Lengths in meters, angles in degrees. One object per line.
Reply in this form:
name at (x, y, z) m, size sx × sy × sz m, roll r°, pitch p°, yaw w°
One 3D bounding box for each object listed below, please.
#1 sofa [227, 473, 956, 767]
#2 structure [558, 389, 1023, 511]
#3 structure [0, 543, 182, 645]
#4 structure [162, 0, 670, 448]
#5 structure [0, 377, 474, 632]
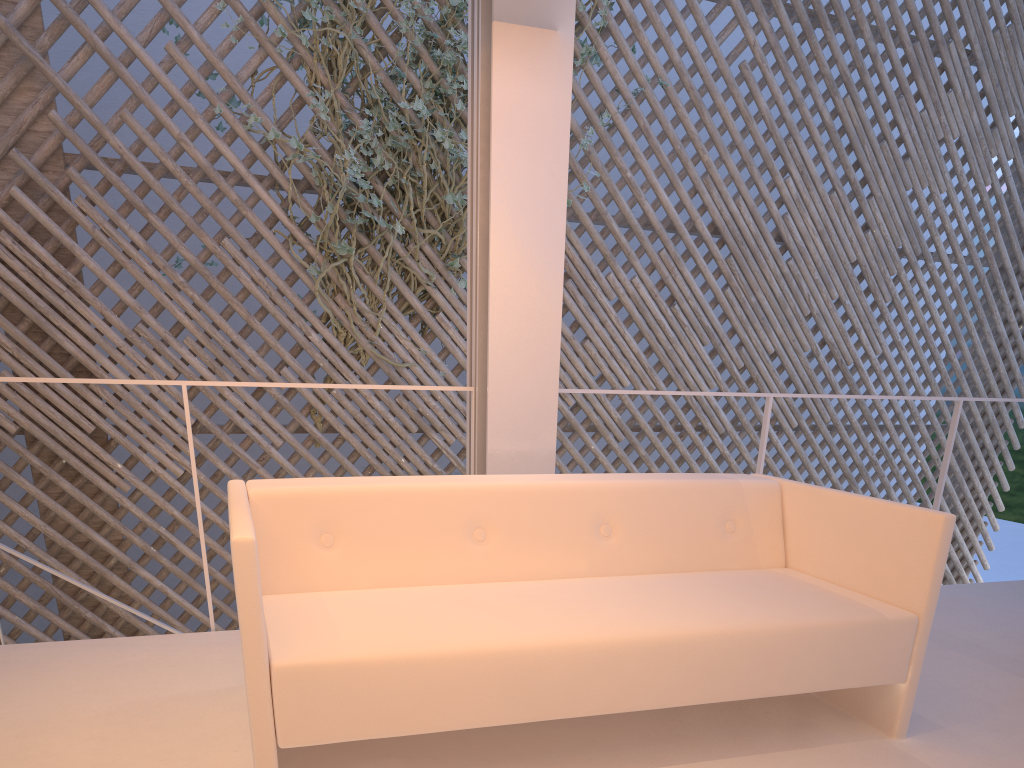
sofa at (0.086, 0.359, 1.307) m, size 0.983 × 0.407 × 0.459 m, roll 0°, pitch 9°, yaw -18°
structure at (0.869, 0.321, 2.114) m, size 1.697 × 0.620 × 0.025 m, roll 1°, pitch 19°, yaw -17°
structure at (-1.261, 0.986, 2.455) m, size 1.947 × 2.149 × 1.074 m, roll -3°, pitch 17°, yaw -23°
structure at (-0.071, -1.156, 2.875) m, size 2.337 × 2.981 × 0.667 m, roll -4°, pitch 19°, yaw -24°
structure at (-0.892, 0.281, 1.567) m, size 1.699 × 0.620 × 0.025 m, roll 1°, pitch 19°, yaw -17°
